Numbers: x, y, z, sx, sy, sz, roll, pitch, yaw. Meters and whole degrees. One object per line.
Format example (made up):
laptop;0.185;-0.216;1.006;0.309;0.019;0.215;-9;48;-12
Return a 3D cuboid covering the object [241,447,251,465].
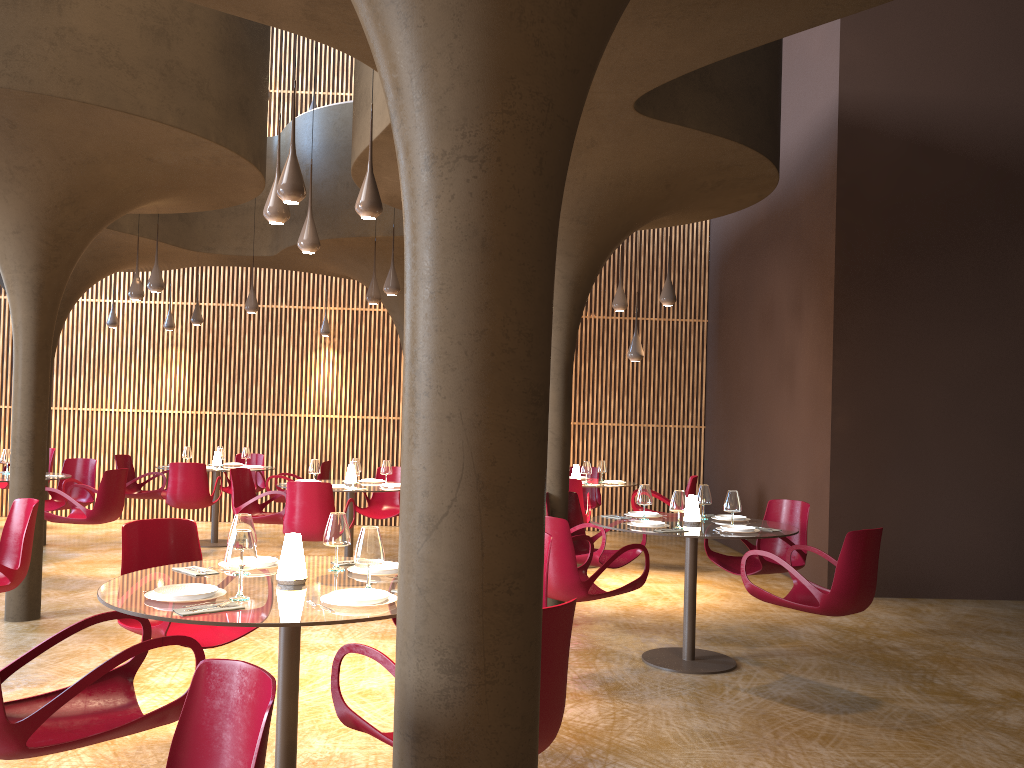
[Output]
object;-3.965;1.093;13.215;0.142;0.295;0.142;1;-2;41

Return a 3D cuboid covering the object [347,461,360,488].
object;-1.782;1.018;9.954;0.142;0.295;0.142;2;-1;-11

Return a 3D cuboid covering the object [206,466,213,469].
object;-4.337;1.178;12.486;0.263;0.029;0.263;2;-2;3

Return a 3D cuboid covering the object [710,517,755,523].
object;1.886;1.164;7.627;0.204;0.012;0.411;3;-3;-37

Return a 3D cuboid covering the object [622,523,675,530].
object;1.068;1.113;6.973;0.204;0.012;0.411;3;-3;-34

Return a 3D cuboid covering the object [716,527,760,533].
object;1.738;1.124;6.822;0.332;0.014;0.332;3;-3;-20

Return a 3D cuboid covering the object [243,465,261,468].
object;-3.821;1.216;13.033;0.263;0.029;0.263;3;-3;-24

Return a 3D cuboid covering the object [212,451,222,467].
object;-4.335;1.105;13.035;0.142;0.232;0.144;2;-1;-17

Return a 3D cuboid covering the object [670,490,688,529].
object;1.302;0.979;6.920;0.142;0.295;0.142;2;-1;3

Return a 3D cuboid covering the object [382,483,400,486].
object;-1.375;1.170;10.268;0.263;0.029;0.263;1;-2;6

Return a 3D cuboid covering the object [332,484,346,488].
object;-1.978;1.134;9.820;0.263;0.029;0.263;1;-2;16

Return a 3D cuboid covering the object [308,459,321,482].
object;-2.278;1.015;10.233;0.142;0.295;0.142;1;-1;36

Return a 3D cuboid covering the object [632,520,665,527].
object;1.071;1.102;6.970;0.263;0.029;0.263;-1;-3;45

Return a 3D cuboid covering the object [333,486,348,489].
object;-1.978;1.144;9.820;0.332;0.014;0.332;2;-2;-13

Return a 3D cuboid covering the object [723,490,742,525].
object;1.756;0.998;7.057;0.142;0.295;0.142;2;-1;-17

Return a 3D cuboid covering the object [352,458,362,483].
object;-1.892;1.047;10.717;0.142;0.295;0.142;1;-1;30

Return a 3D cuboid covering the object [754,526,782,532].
object;1.983;1.146;6.998;0.126;0.017;0.262;4;-3;-39

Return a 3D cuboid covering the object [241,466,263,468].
object;-3.822;1.226;13.033;0.332;0.014;0.332;1;-3;21

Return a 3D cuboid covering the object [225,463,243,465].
object;-4.259;1.226;13.558;0.263;0.029;0.263;1;-2;9

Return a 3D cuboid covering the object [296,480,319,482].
object;-2.409;1.147;10.426;0.263;0.029;0.263;1;-2;5

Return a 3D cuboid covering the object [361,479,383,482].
object;-1.714;1.186;10.862;0.263;0.029;0.263;2;-2;-1

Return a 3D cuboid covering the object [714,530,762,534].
object;1.735;1.125;6.819;0.411;0.012;0.204;4;-3;-43

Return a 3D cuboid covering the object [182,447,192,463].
object;-4.705;1.055;12.840;0.142;0.295;0.142;2;-1;-30

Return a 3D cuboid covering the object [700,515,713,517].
object;1.732;1.177;7.892;0.262;0.017;0.126;3;-3;-33

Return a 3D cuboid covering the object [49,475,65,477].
object;-5.367;1.076;10.361;0.262;0.017;0.126;1;-3;18

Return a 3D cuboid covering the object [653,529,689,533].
object;1.203;1.111;6.698;0.262;0.017;0.126;3;-3;-29

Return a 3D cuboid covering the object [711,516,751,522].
object;1.883;1.163;7.630;0.332;0.014;0.332;1;-2;15

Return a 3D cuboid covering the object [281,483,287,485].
object;-2.503;1.149;10.138;0.262;0.017;0.126;1;-2;14

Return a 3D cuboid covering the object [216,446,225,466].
object;-4.408;1.087;13.384;0.142;0.295;0.142;2;-1;-2

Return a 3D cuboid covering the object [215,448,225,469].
object;-4.168;1.063;12.652;0.142;0.295;0.142;2;-1;-9

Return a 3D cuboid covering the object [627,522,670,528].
object;1.071;1.111;6.970;0.332;0.014;0.332;2;-3;-16

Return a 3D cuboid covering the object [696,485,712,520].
object;1.657;1.021;7.669;0.142;0.295;0.142;1;-1;11

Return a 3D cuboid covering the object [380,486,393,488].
object;-1.376;1.181;10.264;0.204;0.012;0.411;1;-2;14

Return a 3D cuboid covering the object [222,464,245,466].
object;-4.259;1.235;13.558;0.332;0.014;0.332;2;-2;-4

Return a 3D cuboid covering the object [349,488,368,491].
object;-1.688;1.156;9.734;0.126;0.017;0.262;1;-2;13

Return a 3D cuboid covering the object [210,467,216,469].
object;-4.338;1.188;12.486;0.332;0.014;0.332;2;-2;-13

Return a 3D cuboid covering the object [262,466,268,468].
object;-3.761;1.247;13.329;0.262;0.017;0.126;1;-2;8

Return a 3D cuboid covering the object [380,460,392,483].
object;-1.485;1.048;10.474;0.142;0.295;0.142;2;-1;-28

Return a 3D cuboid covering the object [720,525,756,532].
object;1.738;1.115;6.822;0.263;0.029;0.263;2;-2;-16

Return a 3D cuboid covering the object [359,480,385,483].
object;-1.714;1.195;10.861;0.332;0.014;0.332;3;-3;-20

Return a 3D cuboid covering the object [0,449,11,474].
object;-5.995;0.921;10.529;0.142;0.295;0.142;2;-1;-15

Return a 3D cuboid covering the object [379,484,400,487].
object;-1.375;1.180;10.268;0.332;0.014;0.332;0;-3;31

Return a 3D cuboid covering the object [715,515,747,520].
object;1.883;1.153;7.630;0.263;0.029;0.263;4;-3;-43
